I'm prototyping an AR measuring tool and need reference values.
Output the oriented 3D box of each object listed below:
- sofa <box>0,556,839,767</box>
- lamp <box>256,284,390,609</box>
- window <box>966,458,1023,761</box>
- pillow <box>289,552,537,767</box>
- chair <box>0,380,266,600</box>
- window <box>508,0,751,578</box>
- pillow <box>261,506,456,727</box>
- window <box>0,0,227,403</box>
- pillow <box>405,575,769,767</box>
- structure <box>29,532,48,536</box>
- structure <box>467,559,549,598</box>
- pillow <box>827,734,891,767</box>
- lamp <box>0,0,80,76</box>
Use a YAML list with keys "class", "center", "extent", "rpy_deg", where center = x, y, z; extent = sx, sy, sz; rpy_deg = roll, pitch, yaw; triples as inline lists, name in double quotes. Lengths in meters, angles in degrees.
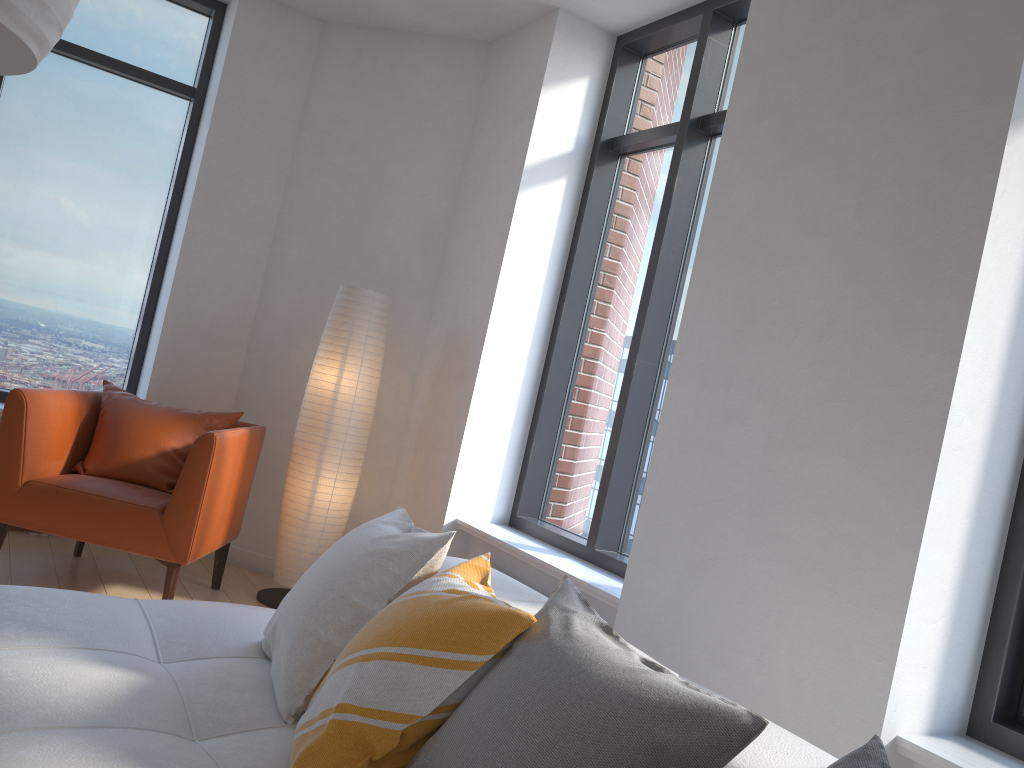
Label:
- class: "sofa"
  center: [-1.159, 0.575, 0.942]
  extent: [3.424, 0.732, 2.614]
  rpy_deg: [13, -2, -31]
- class: "lamp"
  center: [-0.700, 0.339, 4.157]
  extent: [0.804, 1.550, 0.502]
  rpy_deg: [12, -1, 20]
- class: "window"
  center: [1.797, -0.214, 1.736]
  extent: [0.170, 2.402, 1.310]
  rpy_deg: [13, -2, -31]
- class: "pillow"
  center: [-0.448, 0.476, 1.027]
  extent: [0.630, 0.440, 2.095]
  rpy_deg: [12, -1, 16]
- class: "chair"
  center: [-1.662, 0.471, 3.934]
  extent: [0.896, 0.858, 0.843]
  rpy_deg: [13, -1, 1]
- class: "window"
  center: [0.641, -0.423, 3.714]
  extent: [0.170, 2.402, 1.310]
  rpy_deg: [13, -2, -31]
- class: "pillow"
  center: [-0.404, 0.475, 1.343]
  extent: [0.580, 0.456, 2.156]
  rpy_deg: [13, -1, -5]
- class: "window"
  center: [-2.710, -1.153, 4.500]
  extent: [1.960, 2.402, 0.170]
  rpy_deg: [13, -2, -31]
- class: "pillow"
  center: [-0.860, 0.351, 0.527]
  extent: [2.953, 0.453, 0.647]
  rpy_deg: [14, -2, -43]
- class: "structure"
  center: [-2.861, 0.415, 4.194]
  extent: [1.474, 0.460, 0.110]
  rpy_deg: [13, -2, -31]
- class: "structure"
  center: [0.038, 1.046, 3.481]
  extent: [0.110, 0.460, 1.015]
  rpy_deg: [13, -2, -31]
- class: "pillow"
  center: [-0.344, 0.469, 0.464]
  extent: [2.120, 0.436, 0.608]
  rpy_deg: [14, -2, -35]
- class: "lamp"
  center: [0.378, -0.062, 0.983]
  extent: [3.199, 2.647, 0.710]
  rpy_deg: [12, -1, 5]
